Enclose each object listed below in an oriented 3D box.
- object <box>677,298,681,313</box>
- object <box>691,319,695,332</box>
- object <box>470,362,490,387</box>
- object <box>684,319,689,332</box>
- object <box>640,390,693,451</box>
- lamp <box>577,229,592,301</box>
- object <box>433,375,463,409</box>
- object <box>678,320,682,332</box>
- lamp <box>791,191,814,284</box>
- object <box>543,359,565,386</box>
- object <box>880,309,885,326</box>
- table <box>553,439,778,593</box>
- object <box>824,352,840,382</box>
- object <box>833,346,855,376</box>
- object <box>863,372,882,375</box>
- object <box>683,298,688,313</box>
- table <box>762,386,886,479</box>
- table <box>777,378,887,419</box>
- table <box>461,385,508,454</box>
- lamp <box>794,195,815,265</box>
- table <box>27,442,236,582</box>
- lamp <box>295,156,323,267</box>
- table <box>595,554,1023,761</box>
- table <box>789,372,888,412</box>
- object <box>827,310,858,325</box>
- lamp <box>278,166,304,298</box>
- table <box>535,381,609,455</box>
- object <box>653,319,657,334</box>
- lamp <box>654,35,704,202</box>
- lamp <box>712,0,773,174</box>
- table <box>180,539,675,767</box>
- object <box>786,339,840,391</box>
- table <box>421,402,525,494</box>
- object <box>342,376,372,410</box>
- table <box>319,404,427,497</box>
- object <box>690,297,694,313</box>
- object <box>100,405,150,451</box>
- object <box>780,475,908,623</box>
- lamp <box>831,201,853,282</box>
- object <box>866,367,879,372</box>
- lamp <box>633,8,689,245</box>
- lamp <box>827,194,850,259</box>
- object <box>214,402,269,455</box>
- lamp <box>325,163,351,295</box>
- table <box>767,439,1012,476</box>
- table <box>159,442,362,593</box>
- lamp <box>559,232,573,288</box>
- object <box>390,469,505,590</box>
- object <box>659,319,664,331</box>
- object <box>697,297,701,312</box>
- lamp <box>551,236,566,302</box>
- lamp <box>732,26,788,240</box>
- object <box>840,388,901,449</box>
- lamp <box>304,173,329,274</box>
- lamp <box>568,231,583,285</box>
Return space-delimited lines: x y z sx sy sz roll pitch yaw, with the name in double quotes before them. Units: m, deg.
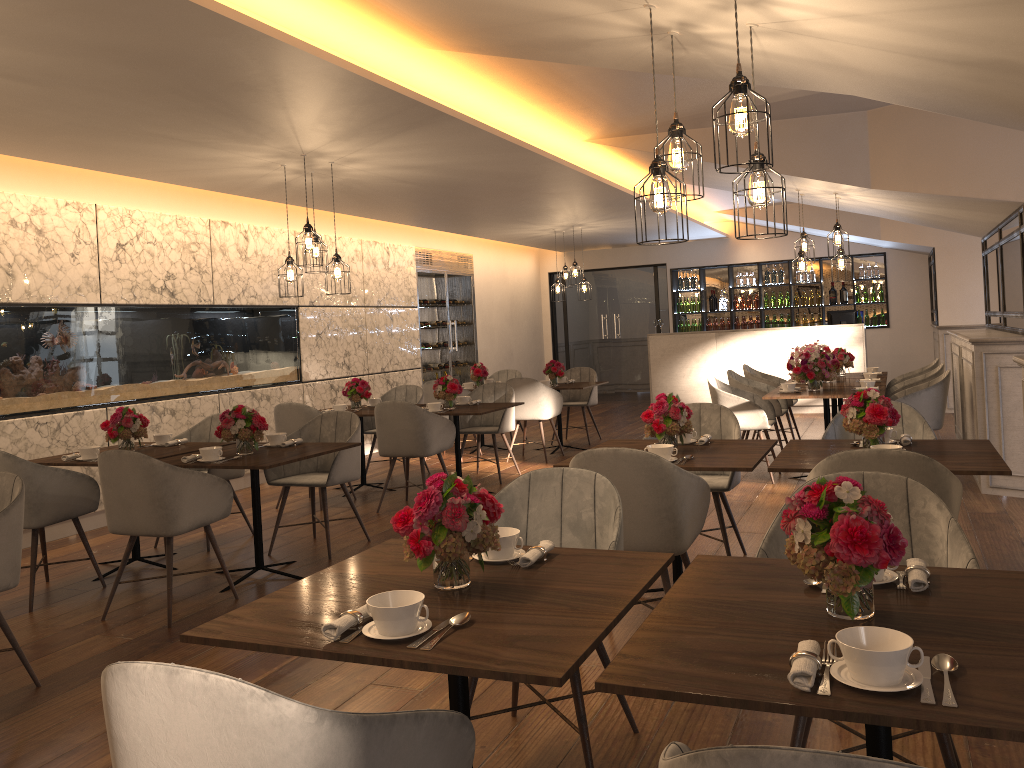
"object" 2.770 -1.304 14.719 0.065 0.261 0.066 -3 0 2
"object" 2.991 -0.947 14.632 0.065 0.261 0.066 -3 0 2
"object" -0.366 -0.115 10.160 0.234 0.301 0.305 -3 2 -1
"object" 2.890 -0.944 14.676 0.065 0.261 0.066 -3 0 2
"object" 0.759 0.177 4.354 0.234 0.301 0.306 -2 2 43
"lamp" 0.912 -2.142 11.701 0.175 2.070 0.175 -3 0 25
"object" -0.534 0.056 7.489 0.234 0.301 0.305 -4 2 -34
"object" 2.789 -0.942 14.720 0.065 0.261 0.066 -3 0 2
"lamp" 2.566 -1.936 7.968 0.175 2.070 0.175 -3 0 25
"object" 0.457 -0.136 9.812 0.234 0.301 0.305 -4 2 -19
"object" 5.642 -1.018 13.482 0.065 0.261 0.066 -3 0 2
"table" 0.797 0.690 4.318 0.895 0.721 0.898 -2 2 23
"object" 2.908 -0.168 8.189 0.234 0.301 0.306 -2 2 43
"object" 3.298 -0.235 8.910 0.305 0.301 0.234 -4 1 -19
"object" 3.546 -0.100 8.703 0.175 0.039 0.056 -2 3 23
"object" 2.871 -1.307 14.675 0.065 0.261 0.066 -3 0 2
"table" 2.582 0.420 7.230 0.895 0.721 0.898 -2 2 23
"table" 2.955 0.348 8.092 0.895 0.721 0.898 -2 2 23
"table" -0.356 0.399 10.166 0.895 0.721 0.898 -2 2 23
"lamp" 2.686 -2.155 8.269 0.175 2.070 0.175 -3 0 25
"table" -2.362 0.784 5.527 0.895 0.721 0.898 -2 2 23
"lamp" -1.472 -1.860 6.211 0.175 2.070 0.175 -3 0 25
"table" 0.753 0.843 1.804 0.895 0.721 0.898 -2 2 23
"table" 3.327 0.277 8.953 0.895 0.721 0.898 -2 2 23
"object" 4.568 -0.854 12.220 0.408 0.329 0.130 -3 1 1
"lamp" -1.679 -1.674 6.526 0.175 2.070 0.175 -3 0 25
"table" 0.524 0.375 9.785 0.895 0.721 0.898 -2 2 23
"object" 2.122 -0.851 13.102 0.065 0.208 0.065 -3 0 15
"lamp" 0.602 -1.754 3.450 0.175 2.070 0.175 -3 0 25
"lamp" 0.689 -1.722 2.833 0.175 2.070 0.175 -3 0 25
"table" -0.126 0.867 2.185 0.895 0.721 0.898 -2 2 23
"object" 2.507 -0.160 7.379 0.419 0.425 0.406 -3 2 12
"table" -0.460 0.564 7.511 0.895 0.721 0.898 -2 2 23
"object" -1.393 0.076 7.892 0.234 0.301 0.305 -4 2 -45
"table" -1.339 0.587 7.893 0.895 0.721 0.898 -2 2 23
"object" 2.972 -1.309 14.631 0.065 0.261 0.066 -3 0 2
"object" -2.418 0.274 5.530 0.234 0.301 0.306 -2 2 25
"object" 0.703 0.330 1.862 0.234 0.301 0.305 -3 2 -1
"lamp" 2.914 -1.954 7.955 0.175 2.070 0.175 -3 0 25
"object" 3.590 -0.126 8.807 0.148 0.072 0.148 -4 3 -24
"lamp" 0.482 -1.536 3.148 0.175 2.070 0.175 -3 0 25
"lamp" 2.773 -2.122 7.653 0.175 2.070 0.175 -3 0 25
"object" -1.557 0.253 5.125 0.305 0.301 0.234 -3 1 1
"lamp" -1.331 -1.692 6.513 0.175 2.070 0.175 -3 0 25
"table" 1.676 0.666 3.936 0.895 0.721 0.898 -2 2 23
"table" -1.483 0.761 5.146 0.895 0.721 0.898 -2 2 23
"lamp" 0.684 -2.342 12.016 0.175 2.070 0.175 -3 0 25
"object" -0.162 0.354 2.224 0.234 0.301 0.306 -2 2 43
"object" 2.202 -0.853 13.072 0.065 0.208 0.146 -3 1 15
"object" 3.073 -1.312 14.587 0.065 0.261 0.066 -3 0 2
"lamp" 0.564 -2.124 11.715 0.175 2.070 0.175 -3 0 25
"lamp" 0.830 -1.553 3.135 0.175 2.070 0.175 -3 0 25
"object" 1.625 0.153 3.992 0.234 0.301 0.305 -3 2 -1
"lamp" -1.559 -1.893 6.827 0.175 2.070 0.175 -3 0 25
"lamp" 0.771 -2.310 11.400 0.175 2.070 0.175 -3 0 25
